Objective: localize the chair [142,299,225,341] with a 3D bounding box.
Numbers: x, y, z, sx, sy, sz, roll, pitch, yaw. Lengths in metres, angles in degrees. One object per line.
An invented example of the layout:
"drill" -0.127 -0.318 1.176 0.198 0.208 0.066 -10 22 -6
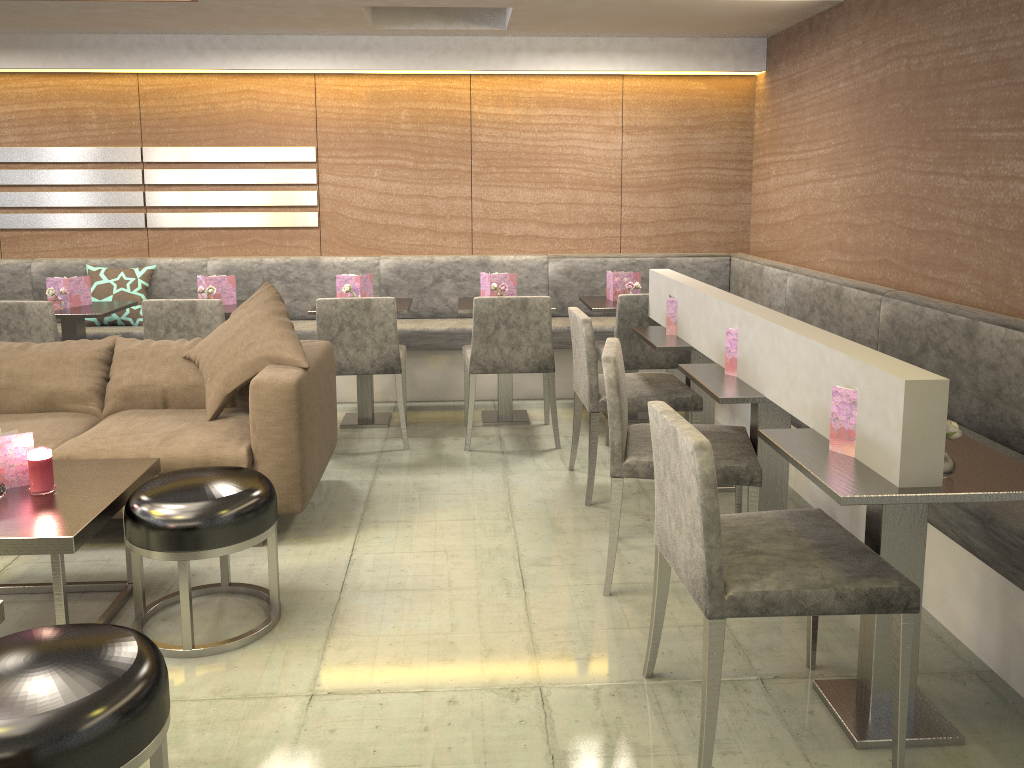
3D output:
"chair" -1.561 -0.077 4.453 0.477 0.753 0.498 0 10 -1

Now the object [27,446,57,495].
"object" -1.362 0.249 2.557 0.076 0.127 0.076 -8 12 -40

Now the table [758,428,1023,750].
"table" 0.911 0.489 2.118 0.506 0.647 0.512 -1 10 -3

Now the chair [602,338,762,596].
"chair" 0.549 0.254 2.939 0.492 0.753 0.483 1 10 9

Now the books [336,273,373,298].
"books" -0.863 -0.523 4.857 0.143 0.162 0.159 3 11 16

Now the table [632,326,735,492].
"table" 0.810 0.111 3.812 0.506 0.647 0.512 -1 10 -3

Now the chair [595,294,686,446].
"chair" 0.680 -0.119 4.603 0.477 0.753 0.498 -1 10 -6

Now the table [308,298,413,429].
"table" -0.804 -0.111 4.829 0.506 0.647 0.512 -1 10 -3

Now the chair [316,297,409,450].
"chair" -0.771 -0.089 4.492 0.477 0.753 0.498 -1 10 -7

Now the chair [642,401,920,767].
"chair" 0.598 0.444 2.086 0.492 0.753 0.483 -1 10 -6

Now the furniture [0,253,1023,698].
"furniture" -1.130 0.064 3.600 5.646 0.843 4.315 -1 12 -3

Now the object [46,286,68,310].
"object" -2.377 -0.448 4.613 0.092 0.124 0.111 5 12 29

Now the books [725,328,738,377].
"books" 0.823 -0.105 2.961 0.158 0.162 0.144 -8 13 -38

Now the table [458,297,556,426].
"table" -0.039 -0.123 4.873 0.506 0.647 0.512 -1 10 -3

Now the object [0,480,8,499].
"object" -1.480 0.264 2.492 0.096 0.127 0.107 -9 14 -43

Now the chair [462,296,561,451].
"chair" -0.013 -0.097 4.517 0.477 0.753 0.498 -1 10 -4

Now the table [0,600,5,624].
"table" -1.396 0.741 1.579 0.657 0.407 0.666 -1 11 -3

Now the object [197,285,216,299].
"object" -1.602 -0.460 4.652 0.095 0.124 0.102 -8 13 -39

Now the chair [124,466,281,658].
"chair" -0.907 0.489 2.610 0.423 0.445 0.427 -4 11 -22

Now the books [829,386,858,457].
"books" 0.866 0.089 2.095 0.158 0.162 0.144 -7 12 -33

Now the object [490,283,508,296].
"object" -0.061 -0.484 4.736 0.106 0.124 0.094 5 11 28

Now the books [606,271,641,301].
"books" 0.624 -0.549 4.950 0.157 0.162 0.145 -2 10 -8

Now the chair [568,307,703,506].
"chair" 0.506 0.066 3.780 0.492 0.753 0.483 -1 10 -5

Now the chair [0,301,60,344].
"chair" -2.326 -0.066 4.415 0.477 0.753 0.498 0 10 3

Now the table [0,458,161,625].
"table" -1.455 0.519 2.569 0.657 0.407 0.666 -1 11 -3

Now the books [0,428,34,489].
"books" -1.522 0.221 2.631 0.158 0.162 0.144 -8 13 -38

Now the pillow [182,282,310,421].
"pillow" -1.024 -0.134 3.438 0.621 0.507 0.302 2 10 10

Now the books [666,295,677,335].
"books" 0.748 -0.295 3.811 0.157 0.162 0.145 2 10 11

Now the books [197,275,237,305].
"books" -1.607 -0.511 4.814 0.158 0.162 0.144 -8 13 -38

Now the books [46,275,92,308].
"books" -2.388 -0.498 4.769 0.143 0.162 0.159 3 11 16

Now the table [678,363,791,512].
"table" 0.860 0.300 2.965 0.506 0.647 0.512 -1 10 -3

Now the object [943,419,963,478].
"object" 0.926 0.137 1.940 0.101 0.124 0.100 8 13 40

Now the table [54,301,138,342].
"table" -2.334 -0.085 4.741 0.506 0.647 0.512 -1 10 -3

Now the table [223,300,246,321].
"table" -1.569 -0.098 4.785 0.506 0.647 0.512 -1 10 -3

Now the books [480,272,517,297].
"books" -0.075 -0.536 4.902 0.158 0.162 0.144 -5 11 -23

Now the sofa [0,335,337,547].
"sofa" -2.251 0.522 1.984 3.179 0.667 3.818 -1 12 -3

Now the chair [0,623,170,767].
"chair" -0.848 0.710 1.622 0.422 0.445 0.428 -1 10 -7

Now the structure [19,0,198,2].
"structure" -2.189 -1.287 1.629 2.446 0.611 2.475 -1 12 -3

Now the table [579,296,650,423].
"table" 0.655 -0.135 4.913 0.506 0.647 0.512 -1 10 -3

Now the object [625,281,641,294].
"object" 0.642 -0.497 4.781 0.100 0.124 0.098 -7 12 -32

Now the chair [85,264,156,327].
"chair" -2.389 -0.526 5.360 0.426 0.391 0.222 -1 9 -3

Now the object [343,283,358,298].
"object" -0.850 -0.473 4.698 0.095 0.124 0.106 -1 10 -3

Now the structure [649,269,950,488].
"structure" 0.786 -0.170 3.072 0.095 0.229 2.522 -1 13 -3
